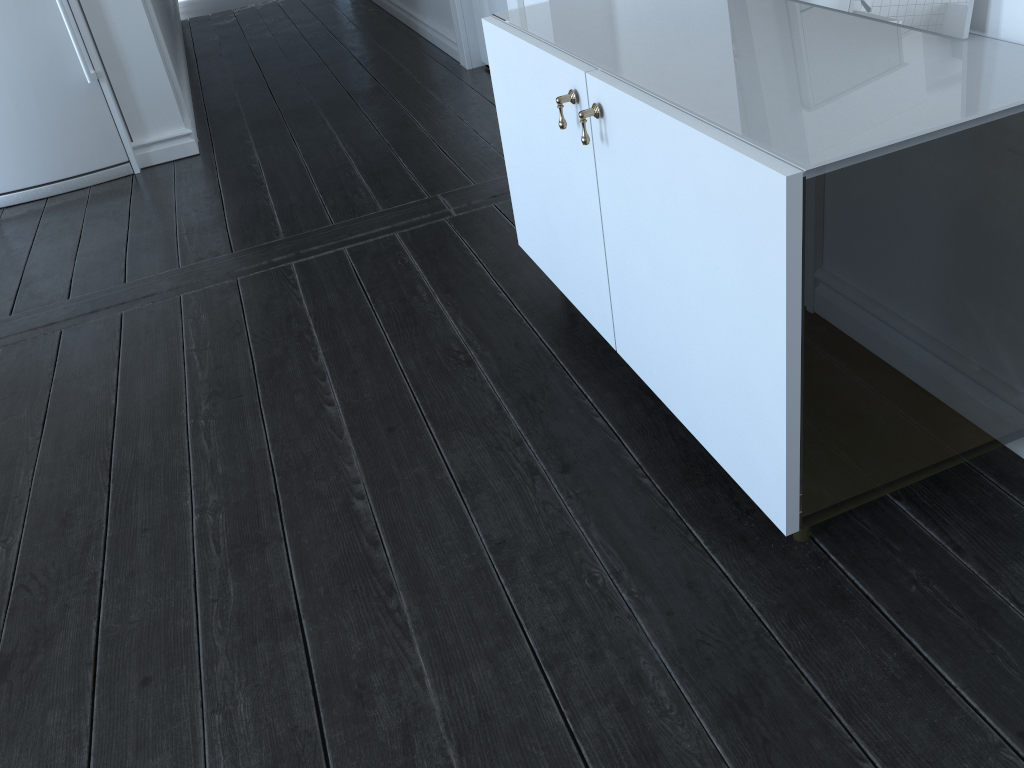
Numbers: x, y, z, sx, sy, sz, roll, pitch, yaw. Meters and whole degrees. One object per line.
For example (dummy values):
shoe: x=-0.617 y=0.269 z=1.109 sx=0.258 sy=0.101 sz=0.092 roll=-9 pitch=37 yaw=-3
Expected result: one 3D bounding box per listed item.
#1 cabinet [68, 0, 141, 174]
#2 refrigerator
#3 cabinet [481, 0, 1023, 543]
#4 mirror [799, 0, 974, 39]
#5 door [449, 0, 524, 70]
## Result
cabinet: x=-3.650 y=-1.512 z=3.180 sx=3.810 sy=2.254 sz=0.816 roll=-17 pitch=31 yaw=-10
refrigerator: x=-2.127 y=-1.690 z=3.541 sx=0.581 sy=1.712 sz=0.711 roll=-18 pitch=32 yaw=-12
cabinet: x=0.420 y=-0.350 z=1.820 sx=0.594 sy=0.699 sz=1.254 roll=-18 pitch=34 yaw=-12
mirror: x=0.590 y=-0.940 z=1.587 sx=0.054 sy=0.477 sz=0.727 roll=-17 pitch=33 yaw=-12
door: x=-0.220 y=-2.396 z=3.522 sx=0.117 sy=2.351 sz=1.088 roll=-17 pitch=32 yaw=-12
